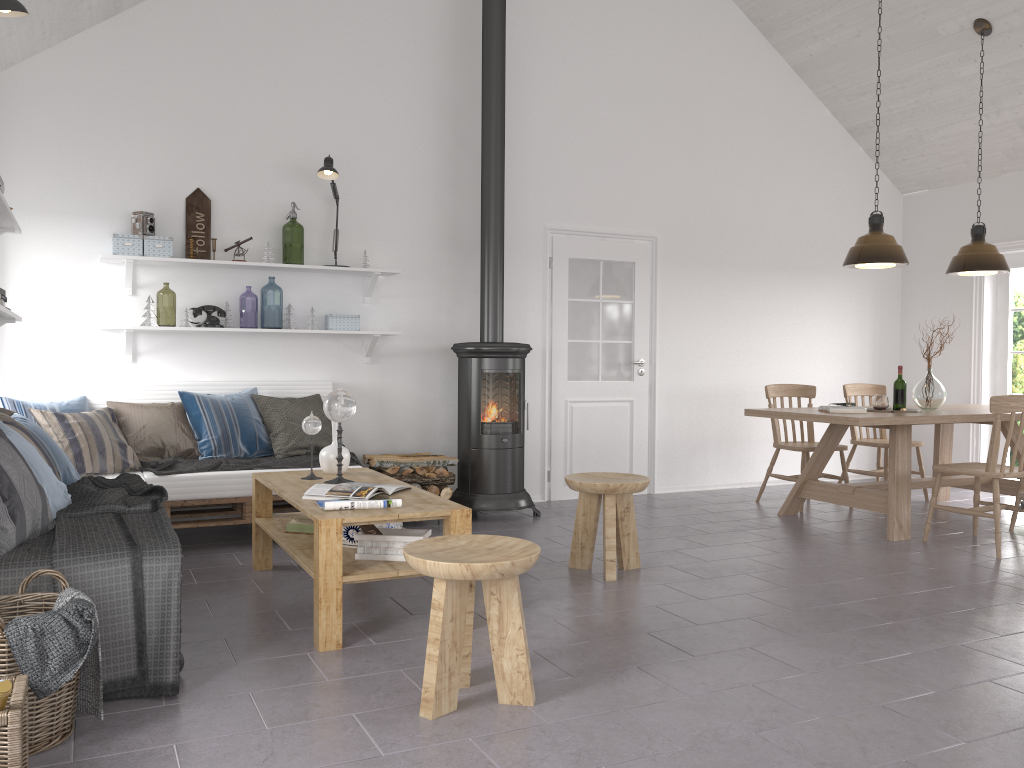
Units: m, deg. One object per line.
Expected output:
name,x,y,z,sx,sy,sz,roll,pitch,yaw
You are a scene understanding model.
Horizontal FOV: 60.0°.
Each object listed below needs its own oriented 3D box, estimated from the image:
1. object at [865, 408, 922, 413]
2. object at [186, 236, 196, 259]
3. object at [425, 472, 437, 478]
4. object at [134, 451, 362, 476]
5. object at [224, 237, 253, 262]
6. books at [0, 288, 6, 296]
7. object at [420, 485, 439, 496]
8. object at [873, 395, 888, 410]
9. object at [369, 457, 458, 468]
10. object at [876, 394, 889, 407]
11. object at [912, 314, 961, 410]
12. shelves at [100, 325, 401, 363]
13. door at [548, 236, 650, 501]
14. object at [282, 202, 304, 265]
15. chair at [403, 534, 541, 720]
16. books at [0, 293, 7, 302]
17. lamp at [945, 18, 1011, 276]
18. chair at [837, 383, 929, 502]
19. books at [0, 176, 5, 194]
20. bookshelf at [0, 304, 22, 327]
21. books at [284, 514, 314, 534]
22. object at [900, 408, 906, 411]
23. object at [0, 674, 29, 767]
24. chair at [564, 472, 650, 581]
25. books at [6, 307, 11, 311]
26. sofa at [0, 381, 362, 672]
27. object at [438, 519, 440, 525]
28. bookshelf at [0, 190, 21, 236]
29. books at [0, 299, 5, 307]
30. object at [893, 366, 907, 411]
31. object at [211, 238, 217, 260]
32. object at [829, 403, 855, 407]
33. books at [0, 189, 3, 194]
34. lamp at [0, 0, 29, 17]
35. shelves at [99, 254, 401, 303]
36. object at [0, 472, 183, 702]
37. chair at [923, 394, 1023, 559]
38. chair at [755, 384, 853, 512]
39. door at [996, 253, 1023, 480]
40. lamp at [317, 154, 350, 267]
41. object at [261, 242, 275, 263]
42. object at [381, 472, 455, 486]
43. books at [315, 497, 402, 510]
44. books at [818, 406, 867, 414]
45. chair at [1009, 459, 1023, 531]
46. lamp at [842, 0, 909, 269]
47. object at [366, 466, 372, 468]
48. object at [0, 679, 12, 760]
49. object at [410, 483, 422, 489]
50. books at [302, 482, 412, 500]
object,2.520,0.175,5.911,0.394,0.014,0.394,1,2,18
object,-1.969,-0.832,5.448,0.085,0.152,0.085,0,2,-2
object,-0.611,0.565,5.850,0.059,0.048,0.529,0,2,-26
object,-1.537,0.658,5.290,1.449,0.508,0.716,-1,2,-36
object,-1.727,-0.843,5.593,0.177,0.172,0.092,1,2,32
books,-2.241,-0.389,3.709,0.190,0.028,0.239,0,2,-24
object,-0.634,0.689,5.892,0.102,0.102,0.561,0,2,-26
object,2.437,0.128,5.862,0.095,0.106,0.095,1,2,3
object,-0.629,0.501,5.709,0.571,0.079,0.115,0,2,-25
object,2.509,0.124,6.018,0.095,0.106,0.095,1,2,3
object,2.902,-0.154,6.070,0.291,0.666,0.313,1,2,27
shelves,-1.618,-0.241,5.644,1.820,0.212,0.269,0,2,-26
door,0.689,-0.110,6.908,0.902,2.013,0.101,0,2,-26
object,-1.410,-0.966,5.716,0.136,0.415,0.136,1,2,7
chair,-0.127,0.753,2.788,0.431,0.479,0.431,0,2,-28
books,-2.248,-0.364,3.717,0.212,0.023,0.258,0,2,-26
lamp,3.317,-1.671,6.283,0.410,1.796,0.410,1,2,9
chair,2.904,0.453,6.965,0.506,0.902,0.519,0,2,-26
books,-2.319,-0.883,3.856,0.176,0.053,0.290,0,2,-26
bookshelf,-2.038,-0.182,3.304,0.269,0.212,1.820,0,2,-26
books,-0.843,0.639,4.243,0.301,0.079,0.445,1,2,15
object,2.566,0.172,5.816,0.024,0.024,0.046,2,2,44
object,-1.304,0.879,2.091,0.276,0.270,0.276,0,2,-26
chair,0.480,0.712,4.494,0.431,0.479,0.431,0,2,-29
books,-2.367,-0.338,3.961,0.202,0.012,0.251,0,2,-24
sofa,-1.527,0.485,4.283,2.017,0.932,2.855,0,2,-26
object,-0.718,0.846,5.879,0.456,0.118,0.478,0,2,-26
bookshelf,-2.035,-0.593,3.293,0.269,0.212,1.820,0,2,-26
books,-2.237,-0.341,3.713,0.191,0.023,0.242,0,2,-28
object,2.593,0.029,5.928,0.081,0.303,0.081,1,2,31
object,-1.855,-0.831,5.523,0.052,0.148,0.052,1,2,26
object,2.142,0.133,5.747,0.141,0.030,0.135,-1,2,-41
books,-2.311,-0.843,3.849,0.161,0.027,0.223,0,2,-26
lamp,-1.755,-1.033,2.848,0.196,0.703,0.439,1,2,9
shelves,-1.615,-0.652,5.633,1.820,0.212,0.269,0,2,-26
object,-1.699,0.694,3.486,0.685,0.533,1.892,0,2,-26
chair,2.787,0.499,5.183,0.506,0.902,0.519,0,2,-26
chair,2.189,0.456,6.622,0.506,0.902,0.519,0,2,-21
door,4.500,-0.072,6.941,0.115,2.024,1.571,0,2,-26
lamp,-1.149,-1.105,5.732,0.196,0.703,0.439,0,2,-6
object,-1.547,-0.830,5.625,0.075,0.147,0.075,1,2,31
object,-0.609,0.610,5.691,0.480,0.104,0.126,0,2,-24
books,-0.613,0.465,3.530,0.300,0.043,0.229,0,2,-22
books,2.137,0.163,5.747,0.231,0.040,0.342,1,2,6
chair,3.501,0.495,5.525,0.506,0.902,0.519,0,2,-21
lamp,2.416,-2.020,5.841,0.410,2.502,0.410,0,2,-21
object,-0.750,0.588,6.015,0.483,0.097,0.123,0,2,-24
object,-1.244,0.834,2.098,0.284,0.332,0.095,2,2,43
object,-0.726,0.679,5.847,0.110,0.109,0.463,0,2,-28
books,-0.662,0.451,3.835,0.300,0.049,0.422,1,2,19
